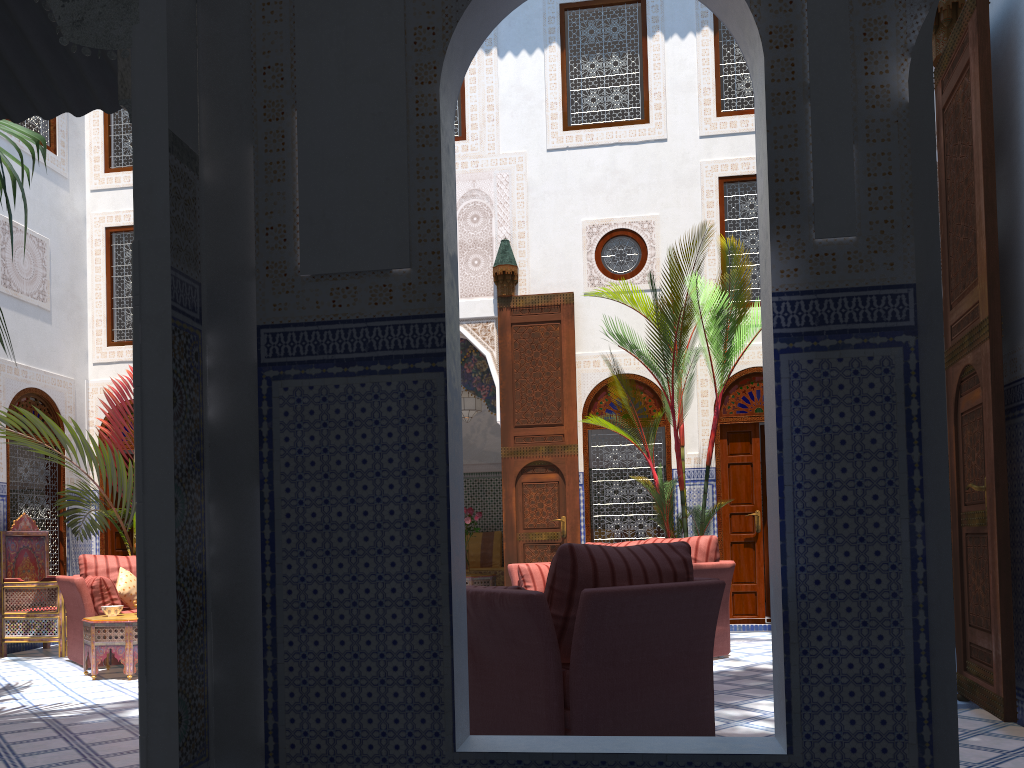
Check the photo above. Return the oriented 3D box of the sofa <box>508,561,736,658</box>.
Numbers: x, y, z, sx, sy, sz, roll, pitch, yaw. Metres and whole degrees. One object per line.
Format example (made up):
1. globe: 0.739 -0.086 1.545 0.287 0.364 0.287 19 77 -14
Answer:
1. sofa: 0.664 1.348 5.292 0.734 0.537 1.376 4 -10 -37

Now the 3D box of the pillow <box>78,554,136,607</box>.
1. pillow: -2.512 1.299 5.714 0.583 0.389 0.293 4 -7 -37

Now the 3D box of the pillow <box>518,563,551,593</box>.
1. pillow: 0.208 1.267 5.580 0.380 0.251 0.189 4 -7 -36

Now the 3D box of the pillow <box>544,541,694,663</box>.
1. pillow: 0.325 0.689 2.769 0.583 0.377 0.304 4 -7 -37

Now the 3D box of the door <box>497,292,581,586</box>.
1. door: 0.203 0.586 6.519 0.583 2.504 0.124 -2 -1 8

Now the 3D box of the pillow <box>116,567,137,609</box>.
1. pillow: -2.393 1.281 5.488 0.133 0.272 0.307 -2 -6 9

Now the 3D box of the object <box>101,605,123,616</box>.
1. object: -2.280 1.296 4.998 0.119 0.057 0.119 7 -12 -44

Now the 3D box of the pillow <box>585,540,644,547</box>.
1. pillow: 0.616 1.195 5.604 0.301 0.376 0.588 2 -8 -37

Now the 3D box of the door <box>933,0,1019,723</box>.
1. door: 1.677 -0.056 3.194 0.124 2.504 0.585 -2 -2 13

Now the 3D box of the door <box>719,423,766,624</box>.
1. door: 1.677 1.018 6.386 0.286 1.456 0.124 -2 -1 8

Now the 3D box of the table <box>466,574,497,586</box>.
1. table: -0.411 1.834 7.671 0.538 0.321 0.545 -3 -8 8

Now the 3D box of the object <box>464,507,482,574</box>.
1. object: -0.454 1.365 7.654 0.450 0.593 0.336 -5 -5 34

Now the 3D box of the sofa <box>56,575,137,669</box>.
1. sofa: -2.198 1.505 5.750 1.365 0.537 0.739 5 -10 -37

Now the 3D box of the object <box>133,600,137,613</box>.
1. object: -2.040 1.277 5.100 0.305 0.238 0.219 0 -6 -11

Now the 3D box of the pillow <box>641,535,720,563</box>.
1. pillow: 0.951 1.098 5.157 0.306 0.399 0.565 3 -8 -41

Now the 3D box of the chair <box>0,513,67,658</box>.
1. chair: -3.197 1.434 6.132 0.504 1.075 0.488 -2 -3 8

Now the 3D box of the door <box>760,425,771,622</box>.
1. door: 1.977 1.016 6.417 0.287 1.456 0.024 -3 -2 38

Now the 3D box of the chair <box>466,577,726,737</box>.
1. chair: 0.245 0.922 2.884 0.814 0.538 0.734 4 -9 -37

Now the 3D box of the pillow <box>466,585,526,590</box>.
1. pillow: -0.054 0.784 2.901 0.187 0.241 0.400 2 -8 -36

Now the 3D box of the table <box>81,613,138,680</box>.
1. table: -2.127 1.478 4.977 0.538 0.321 0.545 -3 -8 8

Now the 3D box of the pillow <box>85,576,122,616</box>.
1. pillow: -2.487 1.286 5.301 0.188 0.251 0.384 2 -8 -36
